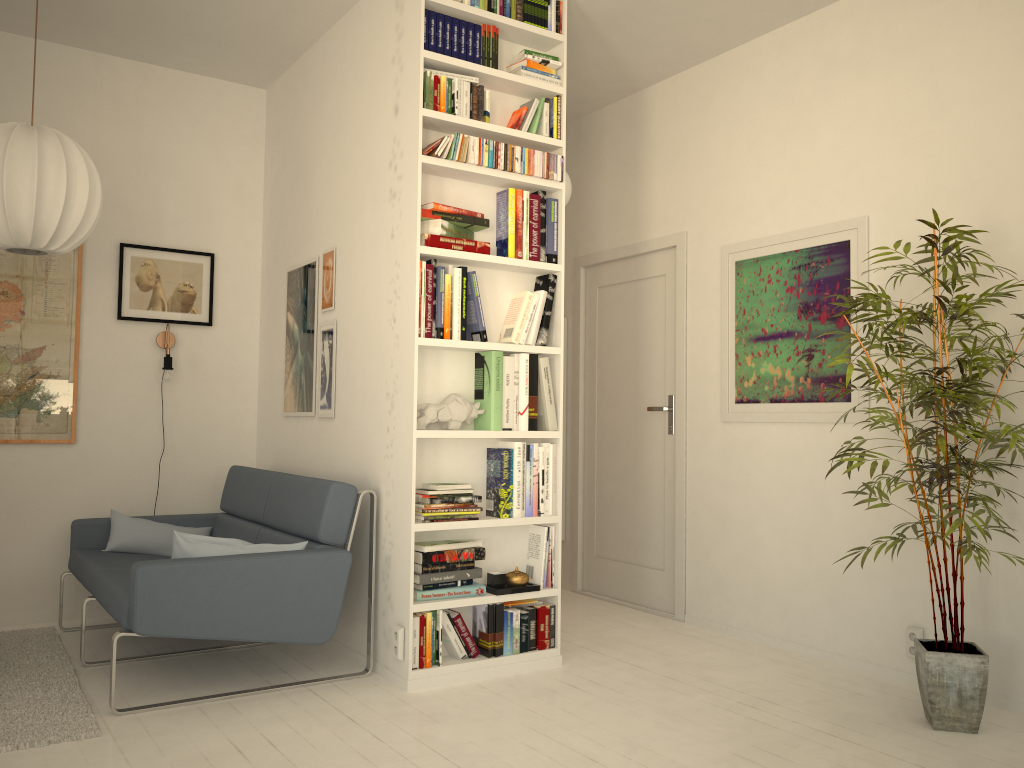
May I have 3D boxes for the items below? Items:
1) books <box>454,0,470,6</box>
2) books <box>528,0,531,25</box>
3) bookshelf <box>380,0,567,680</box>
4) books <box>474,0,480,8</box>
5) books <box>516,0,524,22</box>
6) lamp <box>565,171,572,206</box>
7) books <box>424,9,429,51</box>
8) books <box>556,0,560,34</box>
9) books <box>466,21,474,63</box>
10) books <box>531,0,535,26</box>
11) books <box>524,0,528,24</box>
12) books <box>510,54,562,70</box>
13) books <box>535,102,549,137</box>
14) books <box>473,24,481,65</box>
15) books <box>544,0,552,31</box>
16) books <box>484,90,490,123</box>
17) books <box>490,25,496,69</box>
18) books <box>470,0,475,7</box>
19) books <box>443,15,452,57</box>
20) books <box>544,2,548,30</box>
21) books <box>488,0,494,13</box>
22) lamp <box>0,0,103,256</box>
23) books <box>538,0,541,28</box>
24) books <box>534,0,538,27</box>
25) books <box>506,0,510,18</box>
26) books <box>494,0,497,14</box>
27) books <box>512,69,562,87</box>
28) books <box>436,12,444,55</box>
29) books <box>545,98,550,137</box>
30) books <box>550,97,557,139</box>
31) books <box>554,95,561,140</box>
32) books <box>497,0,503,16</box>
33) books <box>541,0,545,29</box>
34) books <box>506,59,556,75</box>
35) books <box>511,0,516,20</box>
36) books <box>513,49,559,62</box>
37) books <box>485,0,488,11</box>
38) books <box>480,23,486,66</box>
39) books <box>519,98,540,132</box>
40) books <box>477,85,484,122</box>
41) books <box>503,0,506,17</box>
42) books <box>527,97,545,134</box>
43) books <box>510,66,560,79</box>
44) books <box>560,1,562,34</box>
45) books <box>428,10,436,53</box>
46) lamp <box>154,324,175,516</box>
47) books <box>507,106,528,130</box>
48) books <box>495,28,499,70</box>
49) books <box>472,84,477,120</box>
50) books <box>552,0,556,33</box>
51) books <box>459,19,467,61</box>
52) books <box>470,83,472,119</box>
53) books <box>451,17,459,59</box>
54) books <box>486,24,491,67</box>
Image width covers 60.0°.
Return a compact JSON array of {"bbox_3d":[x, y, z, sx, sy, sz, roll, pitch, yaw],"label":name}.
[{"bbox_3d":[-0.221,-1.604,3.683,0.026,0.149,0.155,3,-3,-33],"label":"books"},{"bbox_3d":[0.035,-1.584,3.833,0.017,0.130,0.150,3,-3,-33],"label":"books"},{"bbox_3d":[-0.143,-0.277,3.705,0.710,2.901,0.249,3,-3,-33],"label":"bookshelf"},{"bbox_3d":[-0.185,-1.597,3.697,0.023,0.137,0.161,3,-3,-33],"label":"books"},{"bbox_3d":[-0.016,-1.596,3.833,0.032,0.152,0.200,3,-3,-33],"label":"books"},{"bbox_3d":[0.186,-1.294,4.779,0.275,0.768,0.275,3,-4,-39],"label":"lamp"},{"bbox_3d":[-0.396,-1.393,3.580,0.034,0.179,0.188,3,-3,-33],"label":"books"},{"bbox_3d":[0.141,-1.588,3.944,0.021,0.151,0.228,3,-3,-33],"label":"books"},{"bbox_3d":[-0.221,-1.385,3.696,0.034,0.179,0.188,3,-3,-33],"label":"books"},{"bbox_3d":[0.049,-1.584,3.843,0.017,0.130,0.150,3,-3,-33],"label":"books"},{"bbox_3d":[0.020,-1.585,3.823,0.017,0.130,0.150,3,-3,-33],"label":"books"},{"bbox_3d":[0.085,-1.378,3.869,0.179,0.016,0.208,2,-3,-28],"label":"books"},{"bbox_3d":[0.093,-1.127,3.884,0.030,0.154,0.199,3,-3,-33],"label":"books"},{"bbox_3d":[-0.191,-1.384,3.715,0.034,0.179,0.188,3,-3,-33],"label":"books"},{"bbox_3d":[0.125,-1.591,3.892,0.019,0.157,0.150,3,-3,-33],"label":"books"},{"bbox_3d":[-0.149,-1.131,3.719,0.020,0.145,0.189,3,-3,-33],"label":"books"},{"bbox_3d":[-0.132,-1.387,3.754,0.020,0.191,0.205,3,-3,-33],"label":"books"},{"bbox_3d":[-0.214,-1.602,3.708,0.013,0.146,0.208,3,-3,-33],"label":"books"},{"bbox_3d":[-0.308,-1.389,3.638,0.034,0.179,0.188,3,-3,-33],"label":"books"},{"bbox_3d":[0.108,-1.581,3.881,0.017,0.130,0.150,3,-3,-33],"label":"books"},{"bbox_3d":[-0.134,-1.598,3.742,0.028,0.147,0.192,3,-3,-33],"label":"books"},{"bbox_3d":[-1.940,-1.144,3.592,0.536,1.229,0.536,1,-3,0],"label":"lamp"},{"bbox_3d":[0.079,-1.582,3.862,0.017,0.130,0.150,3,-3,-33],"label":"books"},{"bbox_3d":[0.064,-1.583,3.852,0.017,0.130,0.150,3,-3,-33],"label":"books"},{"bbox_3d":[-0.070,-1.591,3.795,0.019,0.137,0.201,3,-3,-33],"label":"books"},{"bbox_3d":[-0.122,-1.598,3.770,0.024,0.148,0.188,3,-3,-33],"label":"books"},{"bbox_3d":[0.065,-1.301,3.882,0.214,0.038,0.222,2,-3,-33],"label":"books"},{"bbox_3d":[-0.337,-1.390,3.619,0.034,0.179,0.188,3,-3,-33],"label":"books"},{"bbox_3d":[0.107,-1.143,3.914,0.022,0.187,0.186,3,-3,-33],"label":"books"},{"bbox_3d":[0.130,-1.143,3.914,0.014,0.188,0.218,3,-3,-33],"label":"books"},{"bbox_3d":[0.147,-1.148,3.923,0.022,0.199,0.212,3,-3,-33],"label":"books"},{"bbox_3d":[-0.106,-1.601,3.790,0.024,0.156,0.227,3,-3,-33],"label":"books"},{"bbox_3d":[0.093,-1.582,3.872,0.017,0.130,0.150,3,-3,-33],"label":"books"},{"bbox_3d":[0.059,-1.354,3.877,0.173,0.030,0.199,3,-3,-43],"label":"books"},{"bbox_3d":[-0.052,-1.598,3.829,0.032,0.154,0.212,3,-3,-33],"label":"books"},{"bbox_3d":[0.084,-1.402,3.888,0.169,0.032,0.188,2,-3,-28],"label":"books"},{"bbox_3d":[-0.163,-1.596,3.746,0.018,0.141,0.206,3,-3,-33],"label":"books"},{"bbox_3d":[-0.172,-1.388,3.741,0.020,0.191,0.205,3,-3,-33],"label":"books"},{"bbox_3d":[0.019,-1.135,3.856,0.092,0.165,0.222,3,-3,-33],"label":"books"},{"bbox_3d":[-0.170,-1.138,3.682,0.023,0.153,0.176,3,-3,-33],"label":"books"},{"bbox_3d":[-0.088,-1.601,3.796,0.012,0.158,0.220,3,-3,-33],"label":"books"},{"bbox_3d":[0.054,-1.137,3.864,0.065,0.168,0.228,3,-3,-33],"label":"books"},{"bbox_3d":[0.068,-1.330,3.883,0.200,0.018,0.208,2,-3,-33],"label":"books"},{"bbox_3d":[0.143,-1.588,3.972,0.014,0.154,0.260,3,-3,-33],"label":"books"},{"bbox_3d":[-0.367,-1.391,3.600,0.034,0.179,0.188,3,-3,-33],"label":"books"},{"bbox_3d":[-1.928,0.384,4.556,0.360,1.416,0.112,3,-3,-33],"label":"lamp"},{"bbox_3d":[-0.016,-1.119,3.847,0.073,0.129,0.200,3,-3,-33],"label":"books"},{"bbox_3d":[-0.121,-1.386,3.775,0.020,0.191,0.205,3,-3,-33],"label":"books"},{"bbox_3d":[-0.208,-1.139,3.697,0.024,0.155,0.206,3,-3,-33],"label":"books"},{"bbox_3d":[0.122,-1.591,3.936,0.020,0.156,0.229,3,-3,-33],"label":"books"},{"bbox_3d":[-0.250,-1.387,3.677,0.034,0.179,0.188,3,-3,-33],"label":"books"},{"bbox_3d":[-0.213,-1.142,3.670,0.013,0.159,0.176,3,-3,-33],"label":"books"},{"bbox_3d":[-0.279,-1.388,3.657,0.034,0.179,0.188,3,-3,-33],"label":"books"},{"bbox_3d":[-0.153,-1.387,3.750,0.020,0.191,0.205,3,-3,-33],"label":"books"}]
